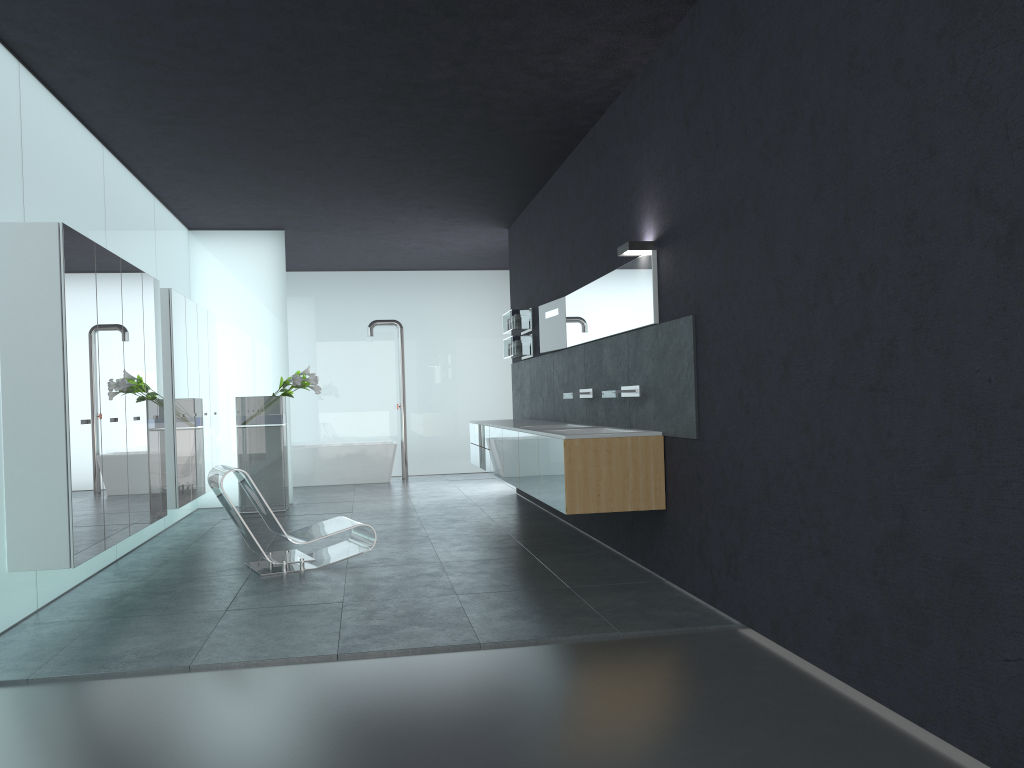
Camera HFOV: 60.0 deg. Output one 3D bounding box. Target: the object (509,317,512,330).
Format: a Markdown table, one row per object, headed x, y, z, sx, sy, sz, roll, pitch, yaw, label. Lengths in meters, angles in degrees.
| x | y | z | sx | sy | sz | roll | pitch | yaw | label |
| --- | --- | --- | --- | --- | --- | --- | --- | --- | --- |
| 0.011 | -0.775 | 11.515 | 0.096 | 0.184 | 0.067 | -2 | 0 | -1 | object |

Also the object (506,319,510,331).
| x | y | z | sx | sy | sz | roll | pitch | yaw | label |
| --- | --- | --- | --- | --- | --- | --- | --- | --- | --- |
| -0.025 | -0.770 | 11.726 | 0.096 | 0.184 | 0.068 | -2 | 0 | -18 | object |

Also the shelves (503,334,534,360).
| x | y | z | sx | sy | sz | roll | pitch | yaw | label |
| --- | --- | --- | --- | --- | --- | --- | --- | --- | --- |
| 0.079 | -0.473 | 11.459 | 0.265 | 0.285 | 0.770 | -2 | -1 | -10 | shelves |

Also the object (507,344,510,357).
| x | y | z | sx | sy | sz | roll | pitch | yaw | label |
| --- | --- | --- | --- | --- | --- | --- | --- | --- | --- |
| -0.015 | -0.443 | 11.728 | 0.096 | 0.184 | 0.068 | -2 | 0 | -18 | object |

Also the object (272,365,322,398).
| x | y | z | sx | sy | sz | roll | pitch | yaw | label |
| --- | --- | --- | --- | --- | --- | --- | --- | --- | --- |
| -2.996 | 0.129 | 11.543 | 1.024 | 0.779 | 0.974 | -2 | -1 | -17 | object |

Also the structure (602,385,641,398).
| x | y | z | sx | sy | sz | roll | pitch | yaw | label |
| --- | --- | --- | --- | --- | --- | --- | --- | --- | --- |
| 0.857 | 0.062 | 7.046 | 0.186 | 0.088 | 0.482 | -2 | -1 | -10 | structure |

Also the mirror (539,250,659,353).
| x | y | z | sx | sy | sz | roll | pitch | yaw | label |
| --- | --- | --- | --- | --- | --- | --- | --- | --- | --- |
| 0.717 | -0.661 | 8.239 | 0.109 | 0.532 | 3.723 | -2 | -1 | -11 | mirror |

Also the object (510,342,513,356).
| x | y | z | sx | sy | sz | roll | pitch | yaw | label |
| --- | --- | --- | --- | --- | --- | --- | --- | --- | --- |
| 0.021 | -0.447 | 11.516 | 0.096 | 0.184 | 0.067 | -2 | 0 | -1 | object |

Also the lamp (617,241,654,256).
| x | y | z | sx | sy | sz | roll | pitch | yaw | label |
| --- | --- | --- | --- | --- | --- | --- | --- | --- | --- |
| 0.917 | -1.003 | 6.576 | 0.198 | 0.066 | 0.277 | -2 | -1 | -10 | lamp |

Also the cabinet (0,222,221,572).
| x | y | z | sx | sy | sz | roll | pitch | yaw | label |
| --- | --- | --- | --- | --- | --- | --- | --- | --- | --- |
| -3.529 | 0.145 | 8.594 | 0.398 | 2.215 | 6.005 | -2 | -1 | -10 | cabinet |

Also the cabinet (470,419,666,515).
| x | y | z | sx | sy | sz | roll | pitch | yaw | label |
| --- | --- | --- | --- | --- | --- | --- | --- | --- | --- |
| 0.269 | 0.693 | 9.052 | 0.734 | 0.556 | 5.584 | -2 | -1 | -10 | cabinet |

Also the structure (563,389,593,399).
| x | y | z | sx | sy | sz | roll | pitch | yaw | label |
| --- | --- | --- | --- | --- | --- | --- | --- | --- | --- |
| 0.622 | 0.093 | 8.445 | 0.186 | 0.088 | 0.482 | -2 | -1 | -10 | structure |

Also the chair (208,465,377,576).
| x | y | z | sx | sy | sz | roll | pitch | yaw | label |
| --- | --- | --- | --- | --- | --- | --- | --- | --- | --- |
| -1.859 | 1.103 | 7.511 | 1.261 | 0.871 | 0.629 | -1 | 0 | -28 | chair |

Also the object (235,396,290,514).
| x | y | z | sx | sy | sz | roll | pitch | yaw | label |
| --- | --- | --- | --- | --- | --- | --- | --- | --- | --- |
| -3.270 | 0.909 | 11.650 | 0.585 | 1.491 | 0.575 | -2 | 0 | -10 | object |

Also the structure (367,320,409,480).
| x | y | z | sx | sy | sz | roll | pitch | yaw | label |
| --- | --- | --- | --- | --- | --- | --- | --- | --- | --- |
| -2.173 | 0.309 | 15.522 | 0.642 | 2.872 | 0.123 | -2 | 0 | -10 | structure |

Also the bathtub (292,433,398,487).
| x | y | z | sx | sy | sz | roll | pitch | yaw | label |
| --- | --- | --- | --- | --- | --- | --- | --- | --- | --- |
| -2.991 | 1.286 | 15.386 | 1.977 | 0.859 | 0.960 | -2 | 0 | -10 | bathtub |

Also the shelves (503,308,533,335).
| x | y | z | sx | sy | sz | roll | pitch | yaw | label |
| --- | --- | --- | --- | --- | --- | --- | --- | --- | --- |
| 0.069 | -0.801 | 11.458 | 0.265 | 0.285 | 0.770 | -2 | -1 | -10 | shelves |
